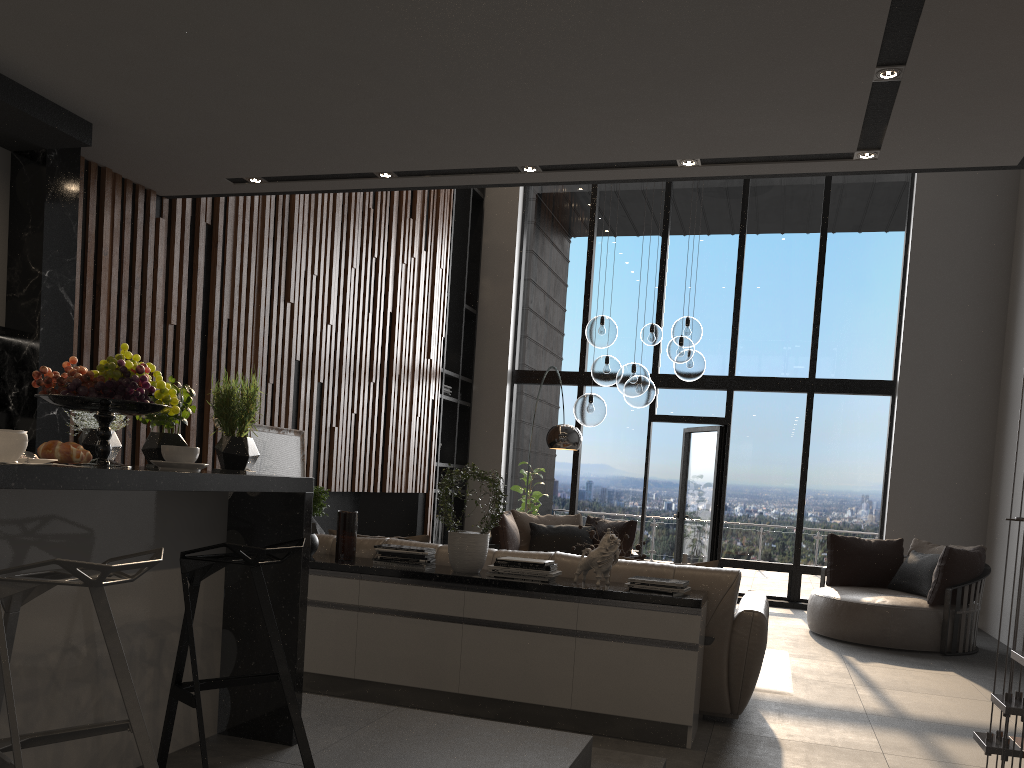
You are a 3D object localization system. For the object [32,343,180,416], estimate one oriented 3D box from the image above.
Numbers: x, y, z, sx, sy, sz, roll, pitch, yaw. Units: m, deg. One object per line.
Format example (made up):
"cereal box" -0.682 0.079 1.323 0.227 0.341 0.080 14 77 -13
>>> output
"object" -1.197 -0.021 2.556 0.346 0.215 0.320 3 -4 14

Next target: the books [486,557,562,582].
"books" 0.064 0.938 4.436 0.347 0.100 0.195 2 -5 17

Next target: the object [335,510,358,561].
"object" -0.895 0.820 4.734 0.108 0.269 0.109 4 2 23

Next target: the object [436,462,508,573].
"object" -0.216 0.690 4.528 0.385 0.578 0.215 4 2 -3

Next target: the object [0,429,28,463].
"object" -1.096 0.135 1.895 0.084 0.071 0.077 5 -2 -24

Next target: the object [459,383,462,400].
"object" -0.647 0.090 10.322 0.059 0.234 0.189 5 0 20

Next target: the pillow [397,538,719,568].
"pillow" 0.209 1.174 5.098 1.936 0.501 0.544 2 -2 16

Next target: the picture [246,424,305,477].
"picture" -1.646 0.803 6.154 0.101 1.002 0.730 5 0 17

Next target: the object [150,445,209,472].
"object" -0.931 0.210 2.455 0.155 0.070 0.155 5 -5 -15

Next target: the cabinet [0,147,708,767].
"cabinet" -1.580 -0.334 1.892 3.609 3.248 6.236 3 -4 17

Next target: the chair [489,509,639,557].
"chair" 0.456 1.700 8.414 1.475 0.902 1.453 0 -5 43

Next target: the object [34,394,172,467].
"object" -1.198 0.146 2.570 0.368 0.188 0.367 5 -5 -19

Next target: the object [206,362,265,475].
"object" -0.903 0.106 2.846 0.187 0.370 0.195 3 1 -28

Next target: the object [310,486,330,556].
"object" -1.142 0.740 4.800 0.272 0.410 0.308 4 0 -23

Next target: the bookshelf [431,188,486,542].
"bookshelf" -0.781 -0.894 9.804 0.337 5.338 1.455 5 2 17

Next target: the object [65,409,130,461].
"object" -1.424 0.131 2.997 0.220 0.285 0.211 3 0 30

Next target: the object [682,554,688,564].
"object" 1.135 1.400 6.235 0.314 0.399 0.321 3 -1 36

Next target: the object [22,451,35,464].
"object" -1.076 0.162 1.939 0.027 0.027 0.130 5 -6 -23

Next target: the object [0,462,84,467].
"object" -1.126 0.176 1.978 0.227 0.003 0.230 2 -7 17

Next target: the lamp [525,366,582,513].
"lamp" 0.333 0.995 8.588 0.320 2.341 2.030 3 -1 -6

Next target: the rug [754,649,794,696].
"rug" 0.836 1.944 6.369 2.292 0.020 1.617 2 -7 16

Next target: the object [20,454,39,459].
"object" -1.164 0.159 2.027 0.074 0.043 0.129 3 -5 9

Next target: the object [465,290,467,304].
"object" -0.596 -1.007 10.338 0.102 0.231 0.101 4 1 2

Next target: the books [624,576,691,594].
"books" 0.713 0.979 4.260 0.293 0.054 0.184 1 -6 21

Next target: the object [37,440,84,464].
"object" -1.186 0.177 2.278 0.131 0.060 0.070 2 -3 17

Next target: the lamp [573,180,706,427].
"lamp" 1.080 -2.148 6.297 1.228 5.019 1.226 4 2 14

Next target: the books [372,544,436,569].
"books" -0.560 0.913 4.625 0.324 0.099 0.206 2 -5 17

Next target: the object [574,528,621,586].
"object" 0.426 0.857 4.349 0.206 0.291 0.136 4 1 36

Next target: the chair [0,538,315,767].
"chair" -1.020 0.723 1.902 0.433 0.737 1.738 4 -5 17

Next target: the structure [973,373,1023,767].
"structure" 2.249 -1.418 1.818 1.175 6.074 3.599 5 1 17

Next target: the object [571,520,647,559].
"object" 0.702 1.304 6.516 0.543 0.606 0.315 4 1 -12

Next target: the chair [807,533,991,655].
"chair" 3.431 1.829 7.811 1.437 0.901 1.491 1 -5 33

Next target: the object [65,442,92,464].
"object" -1.158 0.184 2.324 0.074 0.059 0.061 2 -3 38

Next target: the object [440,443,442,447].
"object" -0.881 0.770 9.896 0.138 0.246 0.135 3 1 -32

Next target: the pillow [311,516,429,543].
"pillow" -1.087 1.150 5.594 0.766 0.548 1.379 7 -6 -43

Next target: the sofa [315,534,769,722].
"sofa" -0.025 1.404 5.676 3.235 0.821 1.887 2 -5 17

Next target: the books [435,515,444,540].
"books" -0.915 1.634 10.007 0.174 0.288 0.334 4 -2 17

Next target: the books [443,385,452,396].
"books" -0.830 0.079 9.871 0.218 0.128 0.324 3 -5 17

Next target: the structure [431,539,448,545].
"structure" -1.550 1.686 7.486 0.665 0.458 6.570 3 -6 17

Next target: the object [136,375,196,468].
"object" -1.148 0.129 2.941 0.178 0.314 0.173 4 1 28

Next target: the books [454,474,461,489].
"books" -0.770 1.146 10.365 0.217 0.190 0.375 3 -4 17

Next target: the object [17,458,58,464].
"object" -1.157 0.174 2.023 0.193 0.012 0.191 9 -8 -40
